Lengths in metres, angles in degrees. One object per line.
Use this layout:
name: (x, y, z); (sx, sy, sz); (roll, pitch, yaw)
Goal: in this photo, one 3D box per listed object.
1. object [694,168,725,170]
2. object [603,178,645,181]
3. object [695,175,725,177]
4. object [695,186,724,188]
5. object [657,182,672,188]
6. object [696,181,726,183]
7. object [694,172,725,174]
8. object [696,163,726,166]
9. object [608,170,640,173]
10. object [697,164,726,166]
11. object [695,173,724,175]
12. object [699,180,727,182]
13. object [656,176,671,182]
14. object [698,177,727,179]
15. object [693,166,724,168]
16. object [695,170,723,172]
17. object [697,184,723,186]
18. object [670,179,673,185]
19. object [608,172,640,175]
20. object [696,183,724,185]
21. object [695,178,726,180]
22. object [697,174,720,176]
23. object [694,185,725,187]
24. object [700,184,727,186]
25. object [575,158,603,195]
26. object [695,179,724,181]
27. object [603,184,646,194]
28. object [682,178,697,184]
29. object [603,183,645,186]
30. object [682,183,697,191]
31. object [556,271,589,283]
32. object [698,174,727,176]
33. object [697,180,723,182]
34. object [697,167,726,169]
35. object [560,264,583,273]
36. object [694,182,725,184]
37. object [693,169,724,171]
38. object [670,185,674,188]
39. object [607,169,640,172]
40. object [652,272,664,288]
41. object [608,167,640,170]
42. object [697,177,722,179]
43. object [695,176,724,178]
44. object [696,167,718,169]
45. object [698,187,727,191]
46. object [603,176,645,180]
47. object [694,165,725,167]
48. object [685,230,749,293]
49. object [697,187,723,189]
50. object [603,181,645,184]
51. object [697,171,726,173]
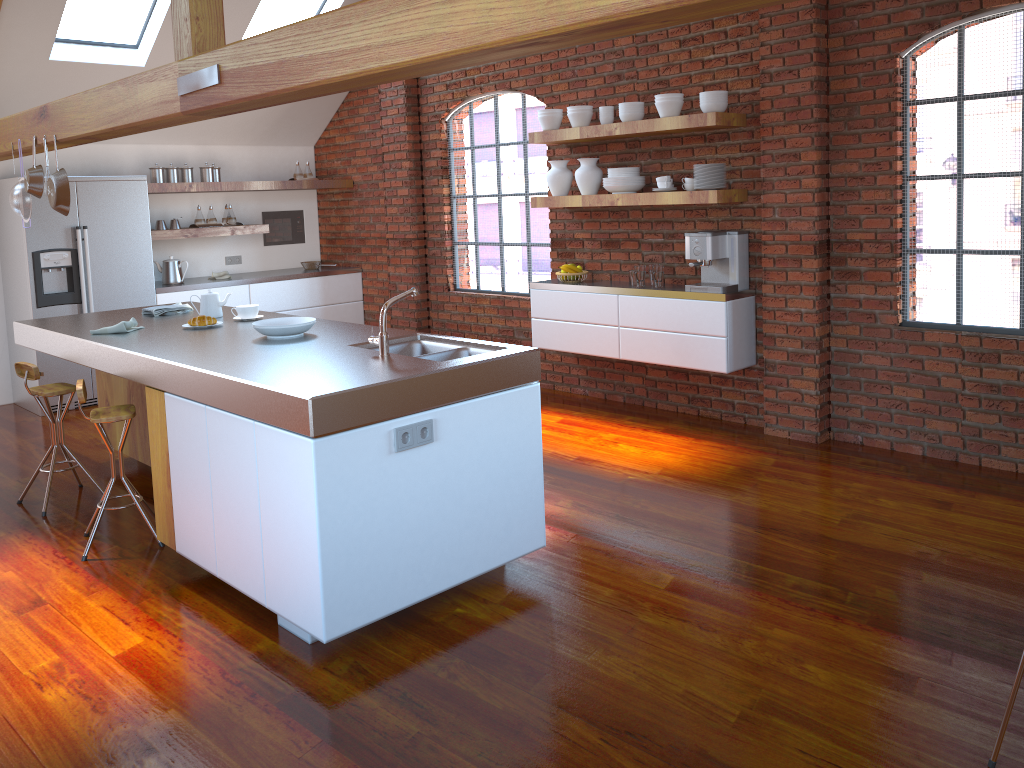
object: (1.202, -1.300, 5.344); (0.195, 0.013, 0.197); (-8, 13, -26)
object: (0.742, -1.330, 5.824); (0.282, 0.054, 0.286); (4, 13, 29)
object: (1.204, -1.258, 5.348); (0.195, 0.013, 0.197); (-8, 13, -26)
object: (1.206, -1.194, 5.354); (0.195, 0.013, 0.197); (-8, 13, -26)
object: (0.959, -1.250, 5.548); (0.092, 0.046, 0.100); (7, 14, 40)
object: (1.205, -1.222, 5.351); (0.195, 0.013, 0.197); (-8, 13, -26)
object: (1.203, -1.276, 5.346); (0.195, 0.013, 0.197); (-8, 13, -26)
object: (1.201, -1.327, 5.342); (0.195, 0.013, 0.197); (-8, 13, -26)
object: (0.740, -1.381, 5.819); (0.214, 0.054, 0.216); (7, 15, 37)
object: (1.201, -1.322, 5.342); (0.195, 0.013, 0.197); (-8, 13, -26)
object: (1.203, -1.272, 5.347); (0.195, 0.013, 0.197); (-8, 13, -26)
object: (1.205, -1.227, 5.351); (0.195, 0.013, 0.197); (-8, 13, -26)
object: (0.953, -1.282, 5.548); (0.092, 0.058, 0.101); (3, 12, 29)
object: (1.204, -1.245, 5.349); (0.195, 0.013, 0.197); (-8, 13, -26)
object: (1.201, -1.313, 5.343); (0.195, 0.013, 0.197); (-8, 13, -26)
object: (1.202, -1.290, 5.345); (0.195, 0.013, 0.197); (-8, 13, -26)
object: (1.206, -1.208, 5.352); (0.195, 0.013, 0.197); (-8, 13, -26)
object: (1.001, -1.305, 5.726); (0.092, 0.058, 0.102); (0, 11, 14)
object: (0.740, -1.370, 5.820); (0.214, 0.054, 0.216); (7, 15, 37)
object: (1.206, -1.212, 5.352); (0.195, 0.013, 0.197); (-8, 13, -26)
object: (1.204, -1.240, 5.350); (0.195, 0.013, 0.197); (-8, 13, -26)
object: (1.203, -1.267, 5.347); (0.195, 0.013, 0.197); (-8, 13, -26)
object: (1.206, -1.199, 5.353); (0.195, 0.013, 0.197); (-8, 13, -26)
object: (1.206, -1.203, 5.353); (0.195, 0.013, 0.197); (-8, 13, -26)
object: (0.529, -1.425, 6.053); (0.192, 0.246, 0.195); (0, 8, 18)
object: (1.205, -1.236, 5.350); (0.195, 0.013, 0.197); (-8, 13, -26)
object: (0.743, -1.289, 5.827); (0.282, 0.054, 0.286); (4, 13, 29)
object: (1.129, -1.265, 5.516); (0.092, 0.058, 0.101); (-6, 11, -20)
object: (0.743, -1.299, 5.826); (0.282, 0.054, 0.286); (4, 13, 29)
object: (1.125, -1.233, 5.516); (0.092, 0.046, 0.100); (-4, 11, -9)
object: (0.430, -0.763, 6.268); (0.235, 0.070, 0.240); (-2, 12, 3)
object: (1.203, -1.263, 5.348); (0.195, 0.013, 0.197); (-8, 13, -26)
object: (1.205, -1.231, 5.350); (0.195, 0.013, 0.197); (-8, 13, -26)
object: (1.202, -1.304, 5.344); (0.195, 0.013, 0.197); (-8, 13, -26)
object: (0.428, -0.805, 6.216); (0.184, 0.084, 0.067); (-3, 8, -6)
object: (1.205, -1.217, 5.352); (0.195, 0.013, 0.197); (-8, 13, -26)
object: (1.202, -1.295, 5.345); (0.195, 0.013, 0.197); (-8, 13, -26)
object: (1.008, -1.273, 5.728); (0.092, 0.046, 0.100); (3, 12, 25)
object: (0.739, -1.389, 5.818); (0.214, 0.054, 0.216); (7, 15, 37)
object: (0.941, -0.669, 5.658); (0.078, 0.103, 0.078); (-7, 9, -31)
object: (0.739, -1.400, 5.817); (0.214, 0.054, 0.216); (7, 15, 37)
object: (1.204, -1.249, 5.349); (0.195, 0.013, 0.197); (-8, 13, -26)
object: (1.204, -1.254, 5.348); (0.195, 0.013, 0.197); (-8, 13, -26)
object: (1.202, -1.309, 5.343); (0.195, 0.013, 0.197); (-8, 13, -26)
object: (1.207, -1.185, 5.354); (0.195, 0.013, 0.197); (-8, 13, -26)
object: (0.741, -1.340, 5.823); (0.282, 0.054, 0.286); (4, 13, 29)
object: (1.201, -1.318, 5.343); (0.195, 0.013, 0.197); (-8, 13, -26)
object: (1.238, -0.757, 5.387); (0.383, 0.365, 0.272); (-11, 11, -43)
object: (1.206, -1.190, 5.354); (0.195, 0.013, 0.197); (-8, 13, -26)
object: (0.743, -1.311, 5.825); (0.282, 0.054, 0.286); (4, 13, 29)
object: (1.203, -1.281, 5.346); (0.195, 0.013, 0.197); (-8, 13, -26)
